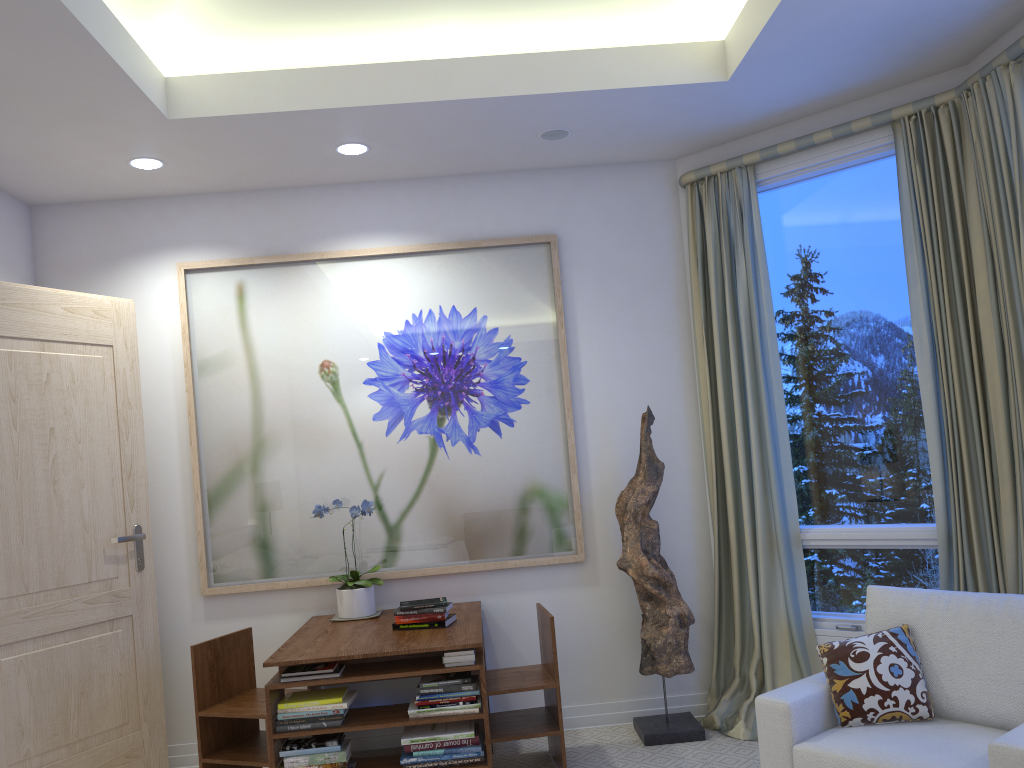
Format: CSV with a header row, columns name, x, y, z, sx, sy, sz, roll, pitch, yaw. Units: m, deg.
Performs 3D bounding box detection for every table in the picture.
name,x,y,z,sx,sy,sz,roll,pitch,yaw
table,-0.462,1.246,3.434,0.740,0.599,0.903,-5,-4,-3

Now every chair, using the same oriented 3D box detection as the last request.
name,x,y,z,sx,sy,sz,roll,pitch,yaw
chair,1.221,0.971,2.507,0.686,0.705,0.809,-2,-4,-38
chair,-0.974,1.286,3.442,0.341,0.609,0.340,-6,-3,22
chair,-0.006,1.204,3.460,0.340,0.609,0.341,-5,-2,-8

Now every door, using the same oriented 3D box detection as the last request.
name,x,y,z,sx,sy,sz,roll,pitch,yaw
door,-1.875,0.594,2.927,0.361,2.052,1.785,-5,-3,14

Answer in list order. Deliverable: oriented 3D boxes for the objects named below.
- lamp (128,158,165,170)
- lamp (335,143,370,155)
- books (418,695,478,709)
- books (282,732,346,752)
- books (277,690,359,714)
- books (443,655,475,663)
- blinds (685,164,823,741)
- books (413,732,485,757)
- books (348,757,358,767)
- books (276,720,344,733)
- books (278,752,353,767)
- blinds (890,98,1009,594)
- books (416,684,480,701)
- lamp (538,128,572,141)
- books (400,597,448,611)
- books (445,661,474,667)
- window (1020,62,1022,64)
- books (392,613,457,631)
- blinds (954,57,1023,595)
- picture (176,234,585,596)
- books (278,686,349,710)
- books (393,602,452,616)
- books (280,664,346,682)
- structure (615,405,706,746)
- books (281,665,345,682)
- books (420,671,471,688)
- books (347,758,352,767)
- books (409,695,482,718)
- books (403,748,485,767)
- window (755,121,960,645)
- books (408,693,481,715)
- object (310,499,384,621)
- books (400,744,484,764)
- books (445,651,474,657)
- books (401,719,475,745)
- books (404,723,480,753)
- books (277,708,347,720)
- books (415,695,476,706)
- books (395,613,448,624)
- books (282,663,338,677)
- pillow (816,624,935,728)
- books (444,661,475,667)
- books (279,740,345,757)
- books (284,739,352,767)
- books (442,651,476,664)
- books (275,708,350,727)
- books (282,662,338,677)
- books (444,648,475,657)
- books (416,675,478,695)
name,x,y,z,sx,sy,sz,roll,pitch,yaw
lamp,-1.447,-0.866,3.506,0.137,0.014,0.138,-2,-5,-31
lamp,-0.638,-0.932,3.540,0.137,0.014,0.138,-2,-5,-31
books,-0.222,1.102,3.095,0.205,0.011,0.148,-5,-5,-3
books,-0.681,1.230,3.050,0.198,0.017,0.114,-5,-5,-2
books,-0.673,1.107,3.085,0.239,0.019,0.173,-5,-5,2
books,-0.184,0.944,3.096,0.108,0.020,0.151,-5,-5,-3
blinds,0.915,0.261,3.733,0.644,2.370,0.294,-6,-2,39
books,-0.216,1.257,3.091,0.234,0.018,0.169,-5,-5,2
books,-0.665,1.337,3.057,0.242,0.019,0.169,-5,-5,-2
books,-0.690,1.164,3.068,0.217,0.020,0.157,-5,-5,-3
books,-0.675,1.299,3.048,0.233,0.022,0.142,-5,-5,-2
blinds,1.594,0.158,3.164,0.526,2.367,0.269,-6,-2,41
books,-0.222,1.075,3.102,0.217,0.016,0.137,-5,-5,-2
lamp,0.173,-0.999,3.575,0.137,0.014,0.138,-2,-5,-31
books,-0.341,0.849,3.416,0.180,0.018,0.126,-4,-5,-7
books,-0.182,0.961,3.090,0.101,0.012,0.140,-5,-5,-3
window,1.877,-0.105,2.291,0.206,2.023,1.516,-5,-3,-3
books,-0.336,0.920,3.424,0.213,0.027,0.154,-6,-5,12
blinds,1.647,0.140,2.979,0.266,2.364,0.526,-5,-2,-10
picture,-0.575,0.127,3.914,1.680,1.458,0.030,-5,-2,-2
books,-0.687,1.090,3.078,0.217,0.019,0.157,-5,-5,-3
books,-0.341,0.868,3.417,0.205,0.020,0.125,-6,-5,7
books,-0.688,1.003,3.075,0.201,0.015,0.140,-5,-5,-2
structure,0.597,0.785,3.757,0.305,1.391,0.264,-5,-2,-2
books,-0.688,1.003,3.075,0.201,0.014,0.136,-5,-5,-2
books,-0.231,1.034,3.102,0.177,0.017,0.113,-5,-5,-2
books,-0.672,1.319,3.054,0.217,0.021,0.157,-5,-5,-3
books,-0.228,1.130,3.102,0.239,0.017,0.173,-5,-5,2
books,-0.235,1.297,3.104,0.276,0.032,0.193,-5,-5,-3
window,1.476,-0.209,0.626,0.814,2.021,6.865,-5,-4,-3
books,-0.234,1.116,3.107,0.249,0.015,0.180,-5,-5,-3
object,-0.694,0.739,3.763,0.305,0.503,0.216,-5,-2,-3
books,-0.240,1.275,3.092,0.284,0.018,0.182,-5,-5,-2
books,-0.183,0.926,3.091,0.100,0.012,0.140,-5,-5,-3
books,-0.255,1.213,3.098,0.249,0.022,0.180,-5,-5,-3
books,-0.242,1.237,3.099,0.257,0.033,0.156,-5,-5,-2
books,-0.685,1.125,3.074,0.222,0.020,0.155,-5,-5,-2
books,-0.230,1.090,3.097,0.209,0.015,0.146,-5,-5,-2
books,-0.344,0.892,3.416,0.190,0.031,0.132,-5,-5,2
books,-0.701,0.992,3.081,0.174,0.008,0.112,-5,-5,-2
pillow,1.079,0.866,2.647,0.285,0.271,0.187,-5,-3,7
books,-0.182,0.961,3.090,0.103,0.013,0.143,-5,-5,-3
books,-0.685,1.247,3.052,0.205,0.018,0.119,-5,-5,-2
books,-0.665,1.271,3.048,0.208,0.036,0.145,-5,-5,-3
books,-0.184,0.944,3.096,0.111,0.022,0.154,-5,-5,-3
books,-0.688,1.145,3.067,0.234,0.019,0.144,-5,-5,-2
books,-0.702,0.992,3.081,0.177,0.009,0.113,-5,-5,-2
books,-0.183,0.926,3.091,0.103,0.013,0.143,-5,-5,-3
books,-0.223,1.054,3.104,0.205,0.026,0.125,-5,-5,3
